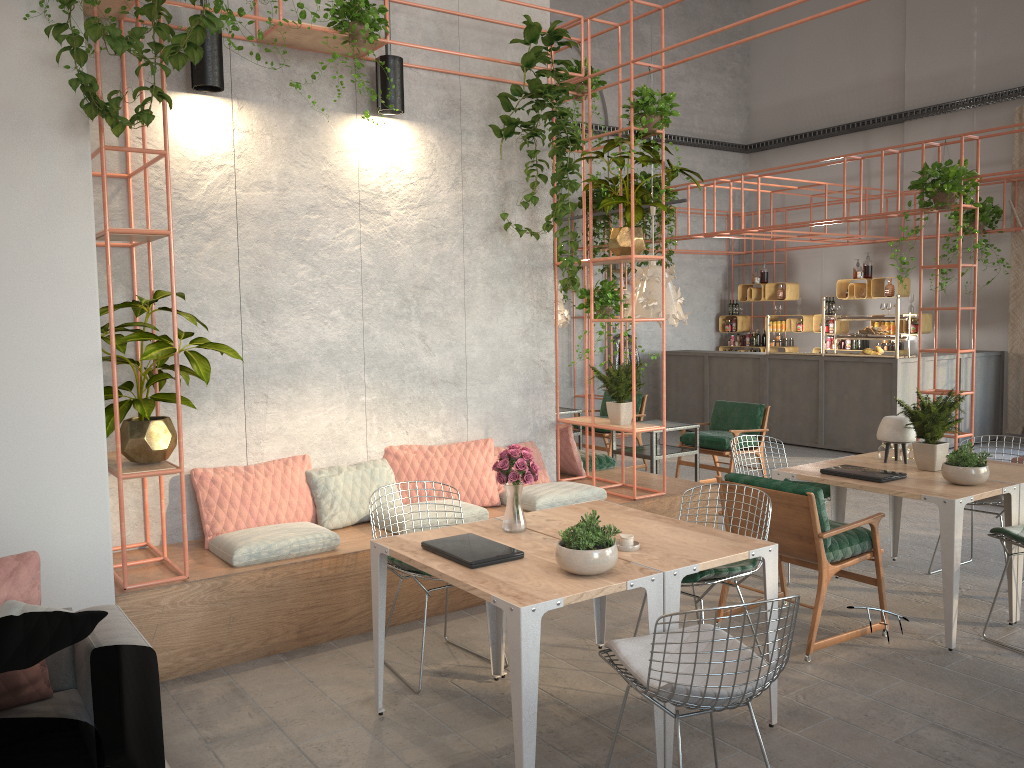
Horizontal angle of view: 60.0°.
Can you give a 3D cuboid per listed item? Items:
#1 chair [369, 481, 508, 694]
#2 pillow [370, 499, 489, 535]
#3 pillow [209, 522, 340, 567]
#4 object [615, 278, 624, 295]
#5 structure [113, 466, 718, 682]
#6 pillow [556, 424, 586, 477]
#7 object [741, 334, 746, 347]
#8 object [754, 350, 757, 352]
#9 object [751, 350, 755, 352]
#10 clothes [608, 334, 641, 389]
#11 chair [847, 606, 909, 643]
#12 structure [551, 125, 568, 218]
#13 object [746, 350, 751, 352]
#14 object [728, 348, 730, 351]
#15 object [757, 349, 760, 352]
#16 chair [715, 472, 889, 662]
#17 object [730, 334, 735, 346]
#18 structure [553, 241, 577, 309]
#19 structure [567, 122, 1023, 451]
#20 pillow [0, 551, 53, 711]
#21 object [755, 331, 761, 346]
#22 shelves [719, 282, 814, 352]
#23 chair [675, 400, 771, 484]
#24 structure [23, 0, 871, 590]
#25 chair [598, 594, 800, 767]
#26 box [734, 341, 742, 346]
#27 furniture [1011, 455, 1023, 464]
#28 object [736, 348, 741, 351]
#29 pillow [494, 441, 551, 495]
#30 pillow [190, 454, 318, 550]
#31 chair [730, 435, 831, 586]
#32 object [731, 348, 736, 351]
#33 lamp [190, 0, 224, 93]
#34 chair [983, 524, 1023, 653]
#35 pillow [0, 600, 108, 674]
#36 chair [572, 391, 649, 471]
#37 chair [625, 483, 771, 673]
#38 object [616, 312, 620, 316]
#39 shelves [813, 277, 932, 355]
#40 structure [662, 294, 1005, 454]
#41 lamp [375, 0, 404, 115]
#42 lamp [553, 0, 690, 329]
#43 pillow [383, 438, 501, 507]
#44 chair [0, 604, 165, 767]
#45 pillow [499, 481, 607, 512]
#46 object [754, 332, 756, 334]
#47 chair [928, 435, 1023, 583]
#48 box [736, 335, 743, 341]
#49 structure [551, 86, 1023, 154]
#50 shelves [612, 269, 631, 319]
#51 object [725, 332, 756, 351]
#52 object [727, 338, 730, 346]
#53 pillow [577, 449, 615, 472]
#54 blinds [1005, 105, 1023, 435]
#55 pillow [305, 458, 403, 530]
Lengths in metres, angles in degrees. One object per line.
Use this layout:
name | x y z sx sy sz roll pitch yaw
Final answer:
chair | -0.403 1.035 4.699 0.565 0.941 0.717 -4 5 -33
pillow | -0.542 0.875 5.836 0.637 0.149 0.491 -4 5 -34
pillow | -1.403 0.937 5.241 0.637 0.149 0.491 -4 5 -34
object | 1.707 -1.579 14.062 0.136 0.336 0.145 -3 5 -21
structure | -1.848 1.019 8.098 4.386 0.500 5.831 -4 5 -35
pillow | 0.256 0.536 7.605 0.276 0.474 0.839 -5 6 -44
object | 3.929 -0.745 15.024 0.073 0.219 0.105 -3 5 -28
object | 4.161 -0.472 15.086 0.094 0.219 0.094 3 6 44
object | 4.068 -0.465 15.022 0.094 0.219 0.094 -4 5 -35
clothes | 1.840 -0.313 14.223 0.366 0.997 0.625 2 5 35
chair | 1.157 1.183 2.457 0.565 0.941 0.717 -4 5 -33
structure | 0.003 -3.056 12.764 1.939 1.514 0.856 -5 6 -40
object | 3.994 -0.460 14.971 0.094 0.219 0.094 -1 4 -2
object | 3.754 -0.497 15.337 0.074 0.243 0.072 -1 4 -3
object | 4.116 -0.550 14.801 0.058 0.059 0.058 0 5 10
chair | 1.641 0.973 5.086 0.685 0.917 0.722 -4 5 -35
object | 3.783 -0.753 15.215 0.070 0.209 0.070 -5 6 -44
structure | 0.409 -1.638 13.388 0.950 1.527 0.921 -4 6 -36
structure | 6.464 -0.757 8.735 4.157 4.247 14.689 -4 5 -35
pillow | -1.908 0.836 2.749 0.836 0.476 0.273 -4 5 -34
object | 4.170 -0.767 15.060 0.072 0.248 0.094 -4 5 -35
shelves | 4.230 -0.749 14.781 0.328 1.838 1.750 -4 5 -35
chair | 2.146 0.661 9.024 0.685 0.929 0.722 -4 5 -35
structure | -0.653 -0.952 5.712 4.501 4.345 14.096 -4 6 -36
chair | 0.663 1.135 3.182 0.565 0.941 0.717 -3 5 -18
box | 3.854 -0.689 15.124 0.058 0.093 0.122 -4 5 -35
furniture | 5.443 0.889 8.411 0.941 0.446 0.976 -4 5 -35
object | 3.912 -0.500 15.341 0.074 0.243 0.254 -1 4 -4
pillow | 0.006 0.659 6.694 0.666 0.385 0.289 -5 6 -39
pillow | -1.587 0.724 5.615 0.839 0.474 0.276 -5 6 -44
chair | 1.915 0.868 6.301 0.565 0.941 0.717 -4 5 -33
object | 3.854 -0.504 15.408 0.074 0.243 0.254 -1 4 -4
lamp | -1.818 -2.465 5.218 0.179 1.425 0.185 -4 5 -35
chair | 2.981 0.968 4.784 0.565 0.941 0.717 -3 5 -18
pillow | -1.450 0.879 2.677 0.495 0.349 0.308 0 5 15
chair | 1.136 0.565 10.475 0.685 0.930 0.722 -4 5 -35
chair | 0.949 1.026 4.512 0.717 0.941 0.565 -5 6 -38
object | 1.688 -1.144 14.096 0.055 0.164 0.092 -2 5 -16
shelves | 5.325 -0.646 13.208 0.328 1.838 1.750 -4 5 -35
structure | 4.603 -0.267 13.212 2.579 2.022 4.057 -4 5 -35
lamp | -0.826 -2.536 5.904 0.179 1.425 0.185 -4 5 -35
lamp | 0.281 -2.637 9.717 0.704 4.052 4.456 -4 5 -35
pillow | -0.511 0.650 6.307 0.839 0.474 0.276 -2 5 -14
chair | -1.584 1.163 2.500 1.127 0.672 1.052 -4 5 -35
pillow | 0.293 0.815 6.414 0.637 0.149 0.491 -4 5 -34
object | 4.110 -0.763 15.023 0.072 0.248 0.094 -4 5 -35
chair | 3.267 0.858 6.114 0.717 0.941 0.565 -5 6 -38
box | 3.884 -0.784 15.142 0.058 0.093 0.122 -3 5 -23
structure | 2.255 -3.285 5.295 15.603 0.110 15.203 -4 5 -35
shelves | 1.870 -1.428 14.170 0.560 0.790 0.186 -4 5 -34
object | 3.883 -0.626 15.128 0.084 0.529 0.711 -4 5 -32
object | 3.744 -0.719 15.296 0.073 0.131 0.073 -2 5 -10
pillow | 0.545 0.690 7.948 0.491 0.149 0.637 -4 5 -34
blinds | 8.093 -1.386 9.935 0.414 4.389 4.957 -4 5 -33
pillow | -1.047 0.735 5.966 0.666 0.385 0.289 -5 6 -39
